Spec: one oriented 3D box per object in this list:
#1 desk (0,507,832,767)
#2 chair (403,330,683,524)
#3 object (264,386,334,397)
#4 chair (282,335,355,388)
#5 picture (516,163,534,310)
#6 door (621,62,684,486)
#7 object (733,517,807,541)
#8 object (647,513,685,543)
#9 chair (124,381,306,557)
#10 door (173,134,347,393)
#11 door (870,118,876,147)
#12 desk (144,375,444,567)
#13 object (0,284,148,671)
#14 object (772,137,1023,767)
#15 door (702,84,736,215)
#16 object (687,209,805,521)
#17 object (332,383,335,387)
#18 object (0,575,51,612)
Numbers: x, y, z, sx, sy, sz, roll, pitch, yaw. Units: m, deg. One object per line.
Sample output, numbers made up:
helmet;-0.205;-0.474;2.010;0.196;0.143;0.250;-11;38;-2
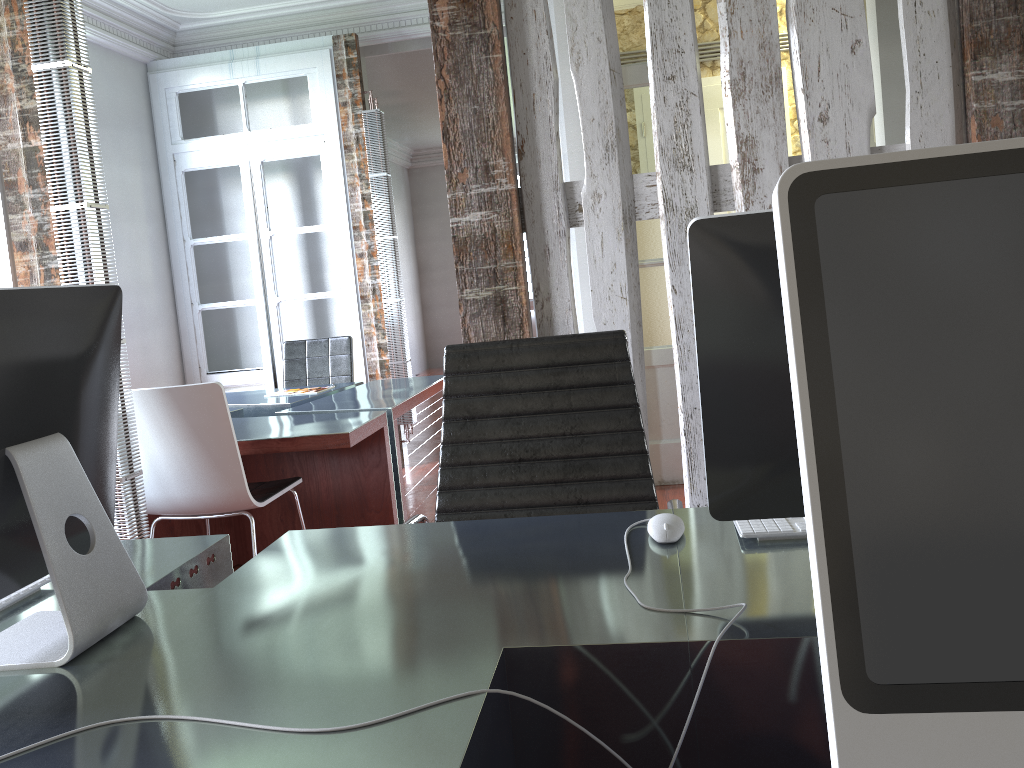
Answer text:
desk;0.222;0.666;0.935;2.505;0.725;1.308;-5;6;9
chair;0.039;0.440;1.769;0.665;1.019;0.702;-5;5;3
object;-1.142;0.043;4.764;0.307;0.012;0.225;-4;7;13
chair;-1.133;0.224;4.932;0.475;0.916;0.604;-5;5;9
picture;0.720;-2.030;11.869;1.578;1.981;0.128;-5;4;9
door;0.602;-0.597;5.025;0.483;2.174;1.190;-7;5;-17
object;0.567;0.207;1.350;0.438;0.017;0.119;-5;7;9
object;0.245;0.226;1.407;0.059;0.028;0.107;-5;7;8
chair;-1.078;0.425;3.237;0.475;0.916;0.604;-5;5;9
door;-1.595;-0.473;5.799;1.159;2.173;0.041;-5;4;9
door;2.286;-0.637;4.382;1.076;2.078;0.041;-5;4;9
desk;-1.151;0.441;4.214;1.444;0.651;1.722;-5;7;9
object;-0.651;0.112;1.188;0.189;0.483;0.486;-5;5;9
object;0.424;0.085;0.530;0.483;0.483;0.190;-5;4;9
door;1.347;-0.777;5.643;0.868;2.210;0.146;-5;4;9
object;0.486;0.007;1.119;0.483;0.483;0.190;-5;4;9
object;-0.988;0.006;4.906;0.011;0.011;0.149;-7;7;-15
object;-0.843;0.357;1.262;0.118;0.017;0.441;-5;7;9
